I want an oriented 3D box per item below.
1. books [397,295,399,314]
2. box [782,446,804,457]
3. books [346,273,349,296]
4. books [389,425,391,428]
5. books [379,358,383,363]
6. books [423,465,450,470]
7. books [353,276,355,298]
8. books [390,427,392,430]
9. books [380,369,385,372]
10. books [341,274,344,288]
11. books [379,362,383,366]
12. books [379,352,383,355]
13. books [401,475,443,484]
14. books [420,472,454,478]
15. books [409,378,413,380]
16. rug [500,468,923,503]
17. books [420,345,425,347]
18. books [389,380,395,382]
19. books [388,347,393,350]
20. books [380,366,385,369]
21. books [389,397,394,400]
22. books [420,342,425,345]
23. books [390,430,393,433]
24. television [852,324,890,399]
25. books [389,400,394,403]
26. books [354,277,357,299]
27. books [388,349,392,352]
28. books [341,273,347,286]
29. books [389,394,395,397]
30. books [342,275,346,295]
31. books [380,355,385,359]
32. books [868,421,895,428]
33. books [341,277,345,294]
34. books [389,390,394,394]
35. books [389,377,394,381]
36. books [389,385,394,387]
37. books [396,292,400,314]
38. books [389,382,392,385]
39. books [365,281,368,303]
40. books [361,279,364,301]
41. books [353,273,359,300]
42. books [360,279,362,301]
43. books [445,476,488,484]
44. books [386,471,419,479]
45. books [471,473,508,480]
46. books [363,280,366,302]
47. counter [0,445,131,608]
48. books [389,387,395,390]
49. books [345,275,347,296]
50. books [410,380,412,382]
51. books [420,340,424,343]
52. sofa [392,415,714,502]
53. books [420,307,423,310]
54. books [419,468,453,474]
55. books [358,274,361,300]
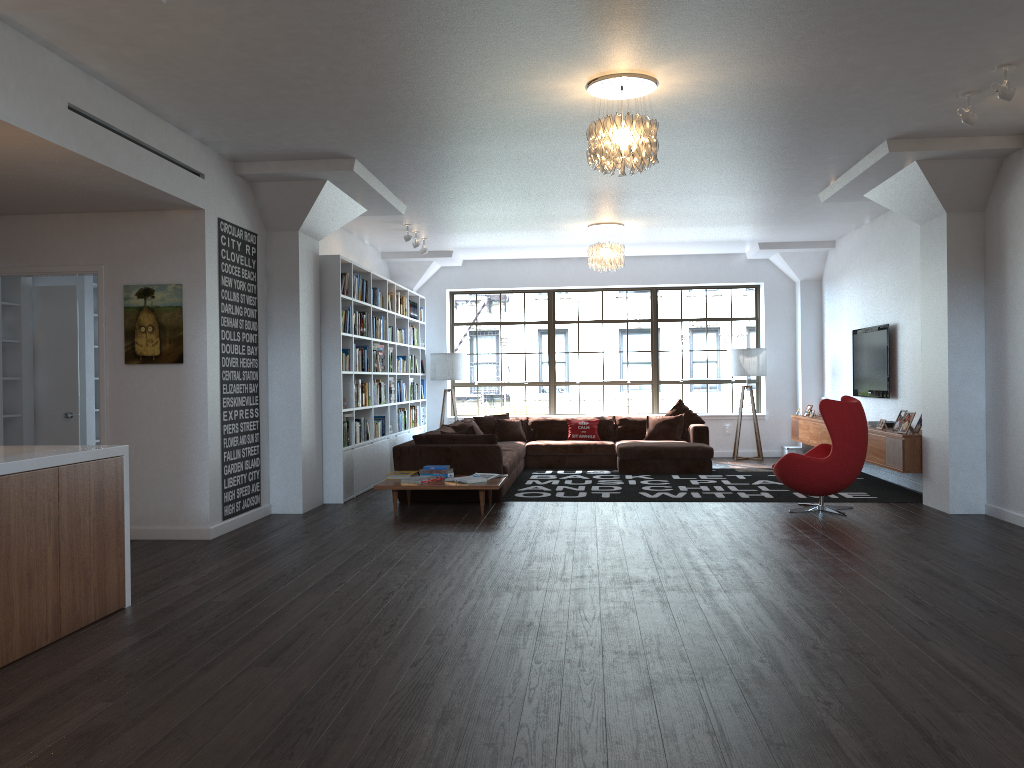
[{"bbox_3d":[-1.542,-1.013,11.363,0.171,0.246,0.057,-1,0,5],"label":"books"},{"bbox_3d":[4.037,0.984,12.763,0.228,0.165,0.368,-1,0,5],"label":"box"},{"bbox_3d":[-1.744,-1.002,8.983,0.170,0.251,0.118,-1,0,5],"label":"books"},{"bbox_3d":[-1.628,0.520,10.915,0.254,0.032,0.174,-1,0,10],"label":"books"},{"bbox_3d":[-1.627,-0.277,10.494,0.168,0.045,0.231,-1,0,0],"label":"books"},{"bbox_3d":[-0.711,0.792,8.409,0.224,0.027,0.157,-1,0,10],"label":"books"},{"bbox_3d":[-1.723,-1.000,9.225,0.170,0.251,0.118,-1,0,5],"label":"books"},{"bbox_3d":[-1.623,0.553,10.912,0.284,0.033,0.197,-1,0,-10],"label":"books"},{"bbox_3d":[-1.613,-0.155,10.486,0.171,0.039,0.246,-1,0,5],"label":"books"},{"bbox_3d":[-1.761,-0.981,8.720,0.182,0.215,0.188,-1,0,5],"label":"books"},{"bbox_3d":[-1.642,-0.233,10.482,0.180,0.042,0.259,-1,0,5],"label":"books"},{"bbox_3d":[-1.627,-0.356,10.496,0.161,0.033,0.223,-1,0,5],"label":"books"},{"bbox_3d":[-0.816,0.864,8.013,0.236,0.035,0.340,-1,0,30],"label":"books"},{"bbox_3d":[-0.711,0.859,8.408,0.312,0.037,0.216,-1,0,-5],"label":"books"},{"bbox_3d":[-1.476,-0.068,12.059,0.224,0.030,0.161,-1,0,15],"label":"books"},{"bbox_3d":[2.048,1.103,9.925,4.200,0.007,3.100,-1,0,6],"label":"rug"},{"bbox_3d":[-1.432,-0.546,12.860,0.284,0.035,0.197,-1,0,35],"label":"books"},{"bbox_3d":[-1.568,-0.030,10.939,0.208,0.024,0.144,-1,0,10],"label":"books"},{"bbox_3d":[-1.586,-0.432,10.842,0.224,0.030,0.161,-1,0,15],"label":"books"},{"bbox_3d":[-1.617,-0.194,10.484,0.160,0.039,0.251,-1,0,10],"label":"books"},{"bbox_3d":[-1.592,0.180,10.940,0.251,0.037,0.160,-1,0,10],"label":"books"},{"bbox_3d":[-1.432,-0.580,12.860,0.284,0.033,0.197,-1,0,20],"label":"books"},{"bbox_3d":[-1.623,0.587,10.912,0.284,0.035,0.197,-1,0,5],"label":"books"},{"bbox_3d":[4.151,-0.252,10.288,0.013,0.816,1.324,-1,0,5],"label":"television"},{"bbox_3d":[-1.590,0.217,10.937,0.246,0.038,0.171,-1,0,5],"label":"books"},{"bbox_3d":[-1.715,-0.997,9.278,0.174,0.242,0.105,-1,0,5],"label":"books"},{"bbox_3d":[-1.586,-0.402,10.834,0.223,0.031,0.161,-1,0,5],"label":"books"},{"bbox_3d":[-1.749,-0.999,8.940,0.159,0.248,0.089,-1,0,5],"label":"books"},{"bbox_3d":[-1.595,0.141,10.964,0.259,0.040,0.180,-1,0,5],"label":"books"},{"bbox_3d":[-1.748,-0.984,8.875,0.161,0.218,0.101,-1,0,5],"label":"books"},{"bbox_3d":[-1.620,-0.320,10.489,0.183,0.042,0.253,-1,0,5],"label":"books"},{"bbox_3d":[4.021,0.435,9.527,0.250,0.053,0.400,-1,0,5],"label":"books"},{"bbox_3d":[-1.762,-0.978,8.811,0.167,0.210,0.162,-1,0,5],"label":"books"},{"bbox_3d":[-1.582,0.099,10.949,0.231,0.044,0.168,-1,0,0],"label":"books"},{"bbox_3d":[-1.572,-0.062,10.932,0.185,0.041,0.129,-1,0,19],"label":"books"},{"bbox_3d":[-1.581,0.023,10.947,0.223,0.032,0.161,-1,0,5],"label":"books"},{"bbox_3d":[-1.537,-1.035,11.445,0.176,0.290,0.053,-1,0,5],"label":"books"},{"bbox_3d":[-1.559,-0.005,10.931,0.161,0.026,0.223,-1,0,-6],"label":"books"},{"bbox_3d":[-1.675,-1.006,9.719,0.182,0.255,0.077,-1,0,5],"label":"books"},{"bbox_3d":[-1.686,-1.003,9.531,0.182,0.253,0.098,-1,0,5],"label":"books"},{"bbox_3d":[-1.713,-1.021,9.366,0.176,0.293,0.125,-1,0,5],"label":"books"},{"bbox_3d":[-1.691,-1.001,9.498,0.159,0.248,0.089,-1,0,5],"label":"books"},{"bbox_3d":[-0.416,0.858,7.969,0.342,0.040,0.231,0,0,45],"label":"books"},{"bbox_3d":[-1.032,0.860,8.376,0.241,0.045,0.334,-1,0,6],"label":"books"},{"bbox_3d":[-0.232,0.854,8.299,0.256,0.035,0.350,-1,0,30],"label":"books"},{"bbox_3d":[-1.682,-0.999,9.617,0.174,0.243,0.085,-1,0,5],"label":"books"},{"bbox_3d":[-1.919,0.774,0.791,3.039,0.860,8.182,-1,0,-24],"label":"counter"},{"bbox_3d":[-1.588,0.058,10.941,0.253,0.040,0.183,-1,0,5],"label":"books"},{"bbox_3d":[-1.743,-0.986,8.909,0.161,0.222,0.084,-1,0,5],"label":"books"},{"bbox_3d":[-1.476,-0.038,12.051,0.223,0.031,0.161,-1,0,5],"label":"books"},{"bbox_3d":[-1.430,-0.613,12.855,0.254,0.032,0.174,0,0,40],"label":"books"},{"bbox_3d":[0.737,0.787,10.548,3.481,0.664,4.197,-1,0,5],"label":"sofa"},{"bbox_3d":[-1.383,-1.016,13.039,0.140,0.231,0.042,-1,0,5],"label":"books"},{"bbox_3d":[-0.715,0.824,8.412,0.279,0.035,0.191,-1,0,15],"label":"books"},{"bbox_3d":[-1.712,-1.021,9.428,0.197,0.290,0.136,-1,0,5],"label":"books"}]
